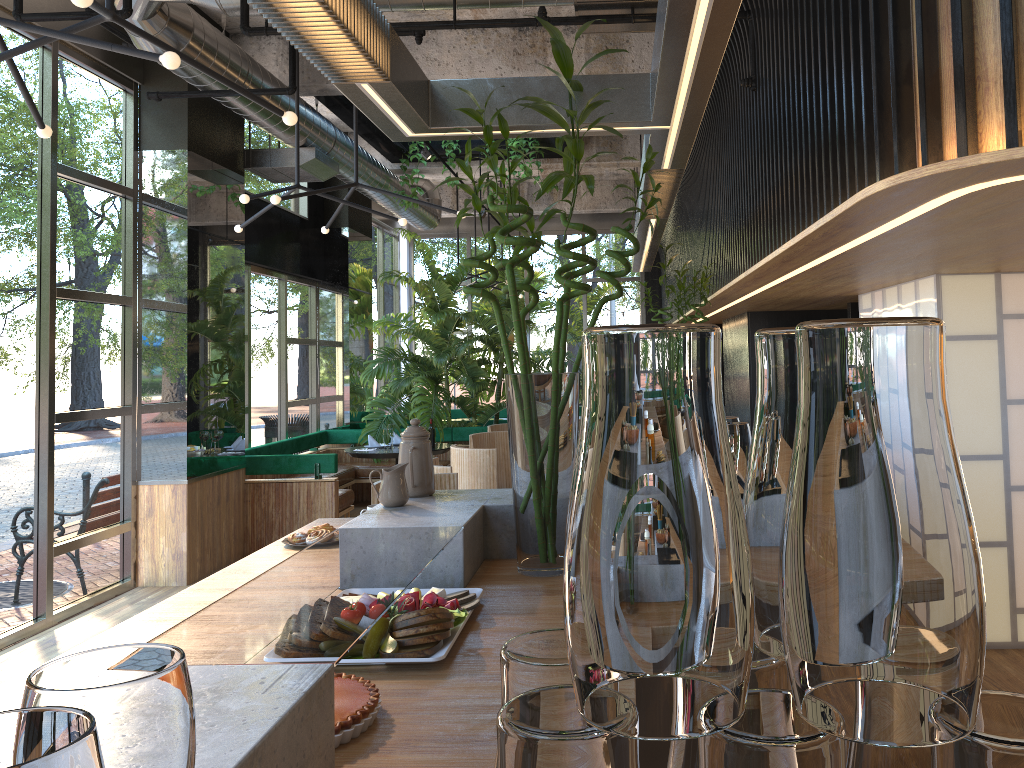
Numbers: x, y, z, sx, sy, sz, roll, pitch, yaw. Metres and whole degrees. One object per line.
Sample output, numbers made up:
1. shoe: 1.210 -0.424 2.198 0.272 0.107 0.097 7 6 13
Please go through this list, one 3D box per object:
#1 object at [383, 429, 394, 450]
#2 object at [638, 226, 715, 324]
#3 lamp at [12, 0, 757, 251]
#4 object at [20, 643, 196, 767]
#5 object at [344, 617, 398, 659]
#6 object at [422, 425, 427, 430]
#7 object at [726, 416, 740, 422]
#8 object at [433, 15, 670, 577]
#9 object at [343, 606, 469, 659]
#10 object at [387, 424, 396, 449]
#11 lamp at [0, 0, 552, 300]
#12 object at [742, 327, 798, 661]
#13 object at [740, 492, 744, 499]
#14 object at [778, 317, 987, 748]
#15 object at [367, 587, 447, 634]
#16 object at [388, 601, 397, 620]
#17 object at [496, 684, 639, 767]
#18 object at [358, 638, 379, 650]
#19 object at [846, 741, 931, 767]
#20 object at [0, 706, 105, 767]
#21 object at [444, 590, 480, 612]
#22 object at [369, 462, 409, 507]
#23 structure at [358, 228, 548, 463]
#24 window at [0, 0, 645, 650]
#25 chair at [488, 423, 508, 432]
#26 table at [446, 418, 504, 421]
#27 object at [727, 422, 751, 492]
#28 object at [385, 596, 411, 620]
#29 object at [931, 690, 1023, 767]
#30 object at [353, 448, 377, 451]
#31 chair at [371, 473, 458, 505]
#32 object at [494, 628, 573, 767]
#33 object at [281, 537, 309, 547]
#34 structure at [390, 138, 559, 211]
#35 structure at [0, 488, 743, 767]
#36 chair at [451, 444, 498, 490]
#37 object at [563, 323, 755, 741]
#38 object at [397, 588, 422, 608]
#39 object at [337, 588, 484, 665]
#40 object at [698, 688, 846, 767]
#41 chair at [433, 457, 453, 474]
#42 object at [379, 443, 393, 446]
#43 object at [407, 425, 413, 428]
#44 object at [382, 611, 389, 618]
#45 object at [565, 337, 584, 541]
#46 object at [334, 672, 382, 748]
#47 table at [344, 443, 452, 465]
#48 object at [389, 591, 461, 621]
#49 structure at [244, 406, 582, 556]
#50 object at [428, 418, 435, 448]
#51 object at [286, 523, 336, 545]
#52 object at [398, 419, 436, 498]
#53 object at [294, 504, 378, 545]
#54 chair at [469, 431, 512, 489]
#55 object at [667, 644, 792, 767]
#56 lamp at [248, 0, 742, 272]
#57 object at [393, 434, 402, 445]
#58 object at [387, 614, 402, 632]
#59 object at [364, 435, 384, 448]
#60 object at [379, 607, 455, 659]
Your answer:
1. object: -1.239 0.555 8.889 0.100 0.210 0.110 -3 -3 39
2. object: 1.231 -0.414 6.475 0.640 1.553 0.612 -3 -3 43
3. lamp: -0.287 -2.312 9.397 3.778 1.533 10.054 -1 1 4
4. object: -0.264 0.289 0.579 0.106 0.210 0.105 -1 -2 -1
5. object: -0.282 0.481 1.669 0.151 0.066 0.097 -1 0 1
6. object: -0.943 0.541 9.350 0.104 0.201 0.101 -1 -2 -6
7. object: 0.679 0.211 2.829 0.110 0.210 0.100 1 -3 -41
8. object: 0.096 -0.286 2.398 0.665 1.553 0.591 -2 -2 9
9. object: -0.245 0.477 1.854 0.302 0.061 0.410 -2 1 -19
10. object: -1.226 0.532 9.058 0.095 0.245 0.090 -1 -3 -13
11. lamp: 0.191 -2.057 5.071 5.060 1.826 18.984 -1 1 7
12. object: 0.204 0.067 0.590 0.107 0.210 0.103 -1 -2 -11
13. object: 0.586 0.311 2.703 0.271 0.019 0.439 -1 1 5
14. object: 0.196 0.070 0.478 0.107 0.210 0.103 -1 -2 -11
15. object: -0.236 0.474 1.857 0.088 0.058 0.342 -1 1 19
16. object: -0.293 0.474 1.849 0.132 0.071 0.109 -1 0 -5
17. object: 0.032 0.283 0.483 0.106 0.210 0.105 -1 -2 -1
18. object: -0.352 0.483 1.745 0.194 0.065 0.264 -1 1 -8
19. object: 0.265 0.275 0.577 0.107 0.210 0.103 -1 -2 -11
20. object: -0.271 0.292 0.464 0.106 0.210 0.105 -1 -2 -1
21. object: -0.136 0.483 1.963 0.118 0.035 0.171 -2 1 -15
22. object: -0.343 0.287 2.530 0.098 0.119 0.088 -2 -1 13
23. structure: -0.725 -0.327 11.494 2.476 3.444 2.616 -1 -1 -11
24. window: -1.147 -1.741 4.850 4.119 6.503 20.450 -1 1 7
25. chair: 0.097 0.799 6.776 0.535 0.971 0.558 -2 -2 15
26. table: -0.666 0.919 13.035 1.129 0.752 1.069 -1 0 -15
27. object: 0.645 0.218 2.582 0.110 0.210 0.100 1 -3 -41
28. object: -0.238 0.456 1.764 0.071 0.062 0.084 -1 0 -5
29. object: 0.261 0.278 0.460 0.107 0.210 0.103 -1 -2 -11
30. object: -1.450 0.655 8.902 0.254 0.019 0.158 -1 1 3
31. chair: -0.288 0.886 3.635 0.573 0.971 0.520 0 -2 -39
32. object: 0.033 0.280 0.595 0.106 0.210 0.105 -1 -2 -1
33. object: -0.612 0.490 2.785 0.196 0.013 0.216 0 2 40
34. structure: -0.308 -2.731 10.149 2.078 1.519 1.472 -1 -1 33
35. structure: 2.287 0.589 3.747 5.819 1.733 7.155 -1 1 5
36. chair: -0.078 0.842 5.218 0.526 0.971 0.567 -2 -2 28
37. object: 0.080 0.072 0.493 0.107 0.210 0.103 -1 -2 -11
38. object: -0.227 0.482 1.938 0.095 0.052 0.123 -2 1 -37
39. object: -0.259 0.500 1.837 0.332 0.025 0.496 -1 1 5
40. object: 0.140 0.280 0.470 0.107 0.210 0.103 -1 -2 -11
41. chair: -0.181 0.864 4.403 0.572 0.971 0.521 0 -2 -35
42. object: -1.377 0.640 9.408 0.165 0.019 0.243 -2 2 -35
43. object: -1.067 0.542 9.397 0.104 0.201 0.101 -1 -2 -6
44. object: -0.300 0.458 1.767 0.102 0.065 0.069 -1 0 -37
45. object: 0.087 0.070 0.584 0.107 0.210 0.103 -1 -2 -11
46. object: -0.355 0.509 1.370 0.287 0.037 0.311 -1 2 31
47. table: -1.149 1.028 9.093 1.144 0.752 1.054 -1 0 -27
48. object: -0.199 0.471 1.857 0.182 0.081 0.135 -1 0 -3
49. structure: 0.010 0.712 4.696 6.000 1.551 20.200 -1 1 7
50. object: -0.815 0.498 8.981 0.066 0.300 0.070 -2 -3 21
51. object: -0.609 0.471 2.779 0.161 0.053 0.155 -2 1 -41
52. object: -0.299 0.224 2.732 0.123 0.235 0.206 0 -1 -26
53. object: -0.554 0.456 2.921 0.174 0.073 0.435 -1 1 40
54. chair: -0.003 0.821 5.967 0.565 0.971 0.528 0 -2 -20
55. object: 0.146 0.278 0.579 0.107 0.210 0.103 -1 -2 -11
56. lamp: 1.877 -1.925 4.039 4.992 2.136 6.720 -1 1 -1
57. object: -1.197 0.580 9.480 0.238 0.139 0.228 -1 0 -12
58. object: -0.232 0.475 1.779 0.090 0.065 0.135 -1 1 14
59. object: -1.409 0.593 9.162 0.238 0.139 0.228 -1 0 -12
60. object: -0.178 0.471 1.724 0.133 0.074 0.199 -1 1 5
